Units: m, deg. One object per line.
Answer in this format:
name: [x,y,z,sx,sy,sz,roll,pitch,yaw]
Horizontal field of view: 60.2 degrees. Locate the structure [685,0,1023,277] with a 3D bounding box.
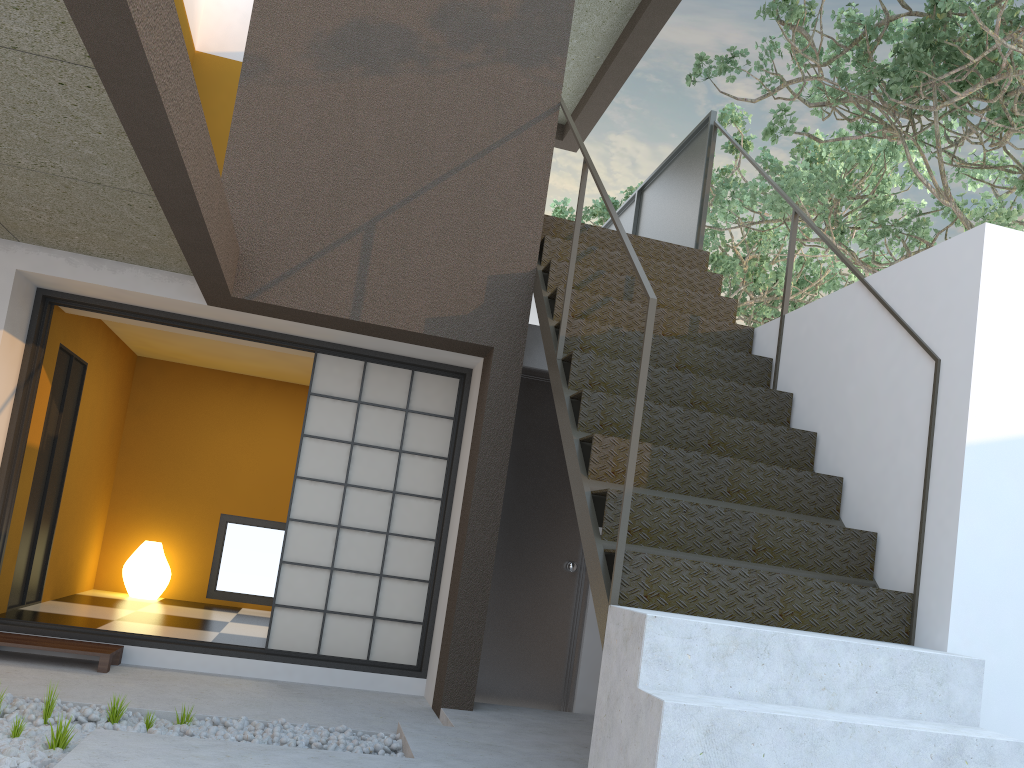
structure: [3.693,-1.641,5.729,4.376,3.663,5.760,14,-11,-31]

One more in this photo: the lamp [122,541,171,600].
lamp: [-3.092,1.585,7.486,0.389,0.495,0.397,11,-9,-22]

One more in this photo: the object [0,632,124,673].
object: [-2.503,1.439,4.750,0.705,0.100,0.353,10,-11,-12]

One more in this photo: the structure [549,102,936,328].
structure: [2.841,-0.590,12.274,5.561,4.655,7.320,14,-11,-31]

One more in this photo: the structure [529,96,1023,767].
structure: [0.546,-0.003,5.429,1.162,3.903,6.610,9,-10,-11]
